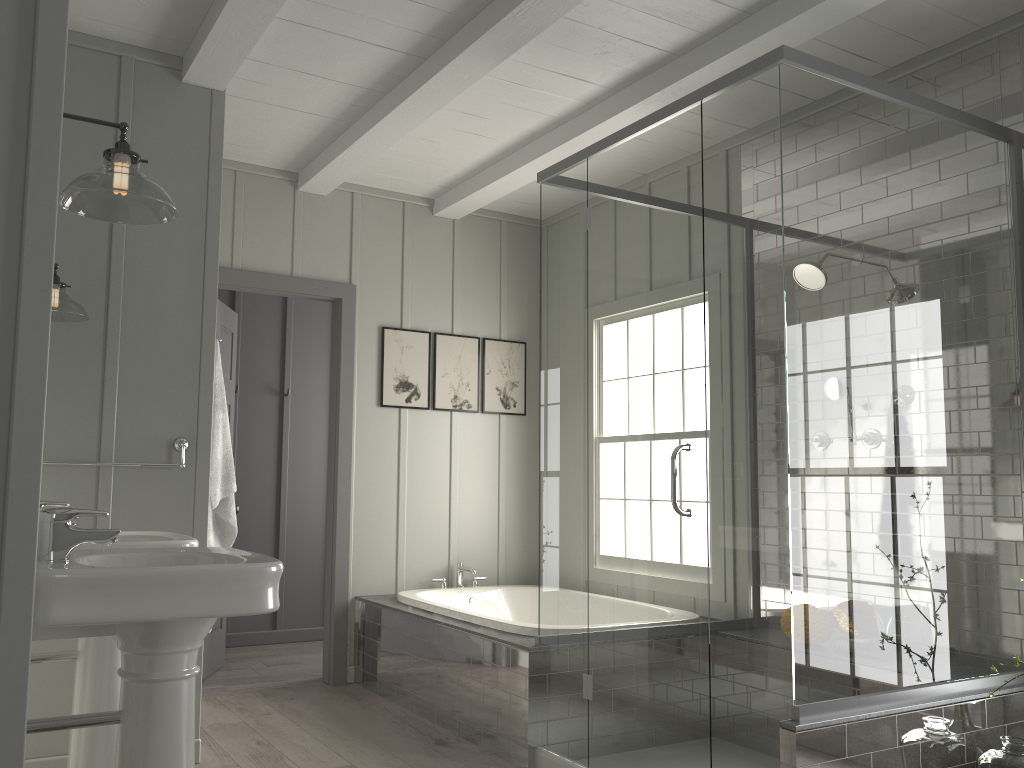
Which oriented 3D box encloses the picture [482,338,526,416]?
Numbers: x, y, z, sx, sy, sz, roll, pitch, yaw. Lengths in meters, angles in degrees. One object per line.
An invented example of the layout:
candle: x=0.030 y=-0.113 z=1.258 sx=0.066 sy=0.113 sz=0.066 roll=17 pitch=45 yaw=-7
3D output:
picture: x=-0.045 y=-0.042 z=5.439 sx=0.304 sy=0.460 sz=0.012 roll=4 pitch=-7 yaw=-30

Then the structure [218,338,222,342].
structure: x=-1.266 y=-0.183 z=3.730 sx=0.077 sy=0.056 sz=0.058 roll=4 pitch=-7 yaw=-31

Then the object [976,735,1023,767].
object: x=1.477 y=1.220 z=2.575 sx=0.158 sy=0.361 sz=0.168 roll=4 pitch=-7 yaw=-33

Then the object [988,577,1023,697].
object: x=1.630 y=0.845 z=2.611 sx=0.500 sy=1.115 sz=0.284 roll=4 pitch=-7 yaw=-32

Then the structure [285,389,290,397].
structure: x=-1.565 y=0.063 z=6.121 sx=0.019 sy=0.051 sz=0.140 roll=4 pitch=-7 yaw=-32

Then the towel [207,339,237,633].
towel: x=-1.225 y=0.415 z=3.705 sx=0.157 sy=1.202 sz=0.328 roll=3 pitch=-6 yaw=-27

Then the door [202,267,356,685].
door: x=0.119 y=0.190 z=1.787 sx=4.137 sy=2.193 sz=8.019 roll=5 pitch=-8 yaw=-31

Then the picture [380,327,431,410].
picture: x=-0.612 y=-0.088 z=5.111 sx=0.304 sy=0.460 sz=0.012 roll=4 pitch=-7 yaw=-30

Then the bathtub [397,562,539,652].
bathtub: x=0.107 y=1.207 z=4.458 sx=1.018 sy=0.489 sz=1.609 roll=5 pitch=-8 yaw=-31

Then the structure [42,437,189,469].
structure: x=-1.513 y=0.250 z=3.308 sx=0.585 sy=0.122 sz=0.056 roll=5 pitch=-7 yaw=-30

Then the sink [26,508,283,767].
sink: x=-0.869 y=0.799 z=2.061 sx=0.550 sy=1.012 sz=0.587 roll=4 pitch=-7 yaw=-31

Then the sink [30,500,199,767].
sink: x=-1.315 y=0.874 z=2.766 sx=0.550 sy=1.012 sz=0.587 roll=4 pitch=-7 yaw=-31

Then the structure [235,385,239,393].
structure: x=-1.861 y=0.038 z=5.941 sx=0.019 sy=0.051 sz=0.140 roll=4 pitch=-7 yaw=-32

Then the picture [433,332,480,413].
picture: x=-0.329 y=-0.065 z=5.275 sx=0.304 sy=0.460 sz=0.012 roll=4 pitch=-7 yaw=-30
